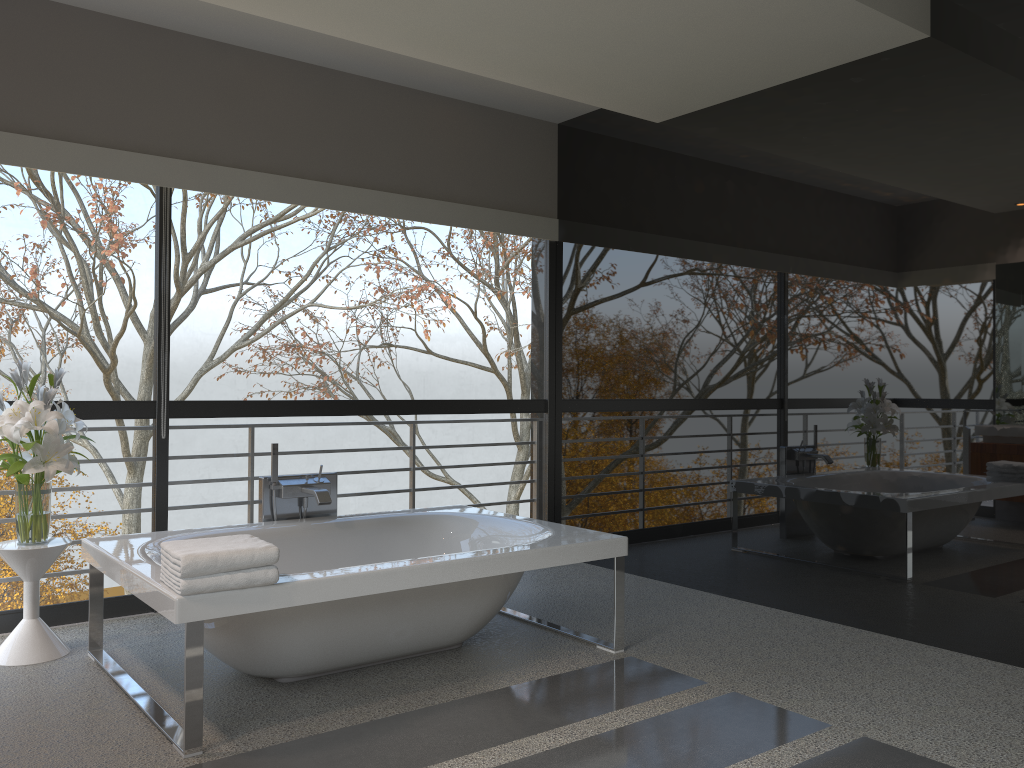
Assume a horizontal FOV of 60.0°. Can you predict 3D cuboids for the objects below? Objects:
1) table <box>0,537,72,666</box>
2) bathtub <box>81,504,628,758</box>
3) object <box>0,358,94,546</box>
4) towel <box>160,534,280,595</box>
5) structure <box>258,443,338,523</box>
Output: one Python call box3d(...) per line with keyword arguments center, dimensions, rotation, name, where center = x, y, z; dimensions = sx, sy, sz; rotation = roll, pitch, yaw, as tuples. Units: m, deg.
box3d(center=(-2.064, 0.924, 3.809), dimensions=(0.307, 0.479, 0.307), rotation=(0, -1, 36), name="table")
box3d(center=(-0.665, 0.920, 3.859), dimensions=(1.958, 0.504, 1.327), rotation=(1, 0, -37), name="bathtub")
box3d(center=(-2.066, 0.286, 3.805), dimensions=(0.450, 0.796, 0.460), rotation=(0, -1, -10), name="object")
box3d(center=(-0.973, 0.603, 2.956), dimensions=(0.322, 0.145, 0.305), rotation=(1, 0, -34), name="towel")
box3d(center=(-0.996, 0.734, 4.369), dimensions=(0.402, 0.885, 0.330), rotation=(1, -1, -37), name="structure")
